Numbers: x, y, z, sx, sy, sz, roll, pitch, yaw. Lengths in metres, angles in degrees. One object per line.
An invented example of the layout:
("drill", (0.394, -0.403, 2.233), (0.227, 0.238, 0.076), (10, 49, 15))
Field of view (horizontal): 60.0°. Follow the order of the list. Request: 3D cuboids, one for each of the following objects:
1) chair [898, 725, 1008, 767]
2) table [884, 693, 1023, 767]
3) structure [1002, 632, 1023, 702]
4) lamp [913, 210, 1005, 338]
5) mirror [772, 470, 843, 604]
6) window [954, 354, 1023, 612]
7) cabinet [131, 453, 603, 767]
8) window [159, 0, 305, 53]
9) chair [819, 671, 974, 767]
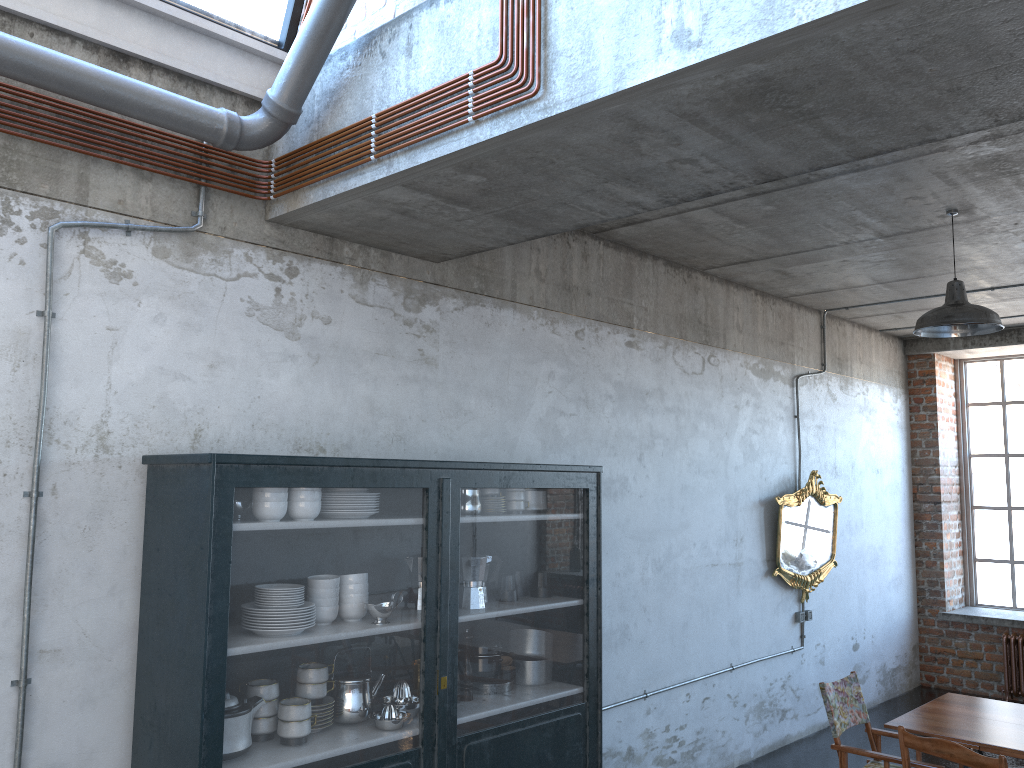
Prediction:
("chair", (2.302, 2.228, 4.299), (0.509, 1.028, 0.573), (4, -7, -27))
("table", (3.535, 2.265, 4.146), (3.112, 0.917, 1.067), (-5, -9, 43))
("structure", (7.019, 2.751, 7.390), (5.349, 0.713, 0.232), (-5, -9, 43))
("lamp", (2.727, -0.765, 5.466), (0.502, 0.891, 0.502), (6, -9, -42))
("mirror", (2.669, 1.364, 7.931), (0.172, 1.182, 1.339), (-5, -9, 43))
("window", (10.879, 2.283, 5.377), (19.864, 12.900, 0.747), (-5, -9, 43))
("cabinet", (-0.519, 1.520, 4.213), (0.572, 2.297, 2.386), (-5, -9, 43))
("window", (-3.530, -3.144, 1.286), (0.994, 2.404, 8.048), (-5, -9, 43))
("chair", (2.287, 2.324, 5.278), (0.713, 1.031, 0.574), (-5, -9, 43))
